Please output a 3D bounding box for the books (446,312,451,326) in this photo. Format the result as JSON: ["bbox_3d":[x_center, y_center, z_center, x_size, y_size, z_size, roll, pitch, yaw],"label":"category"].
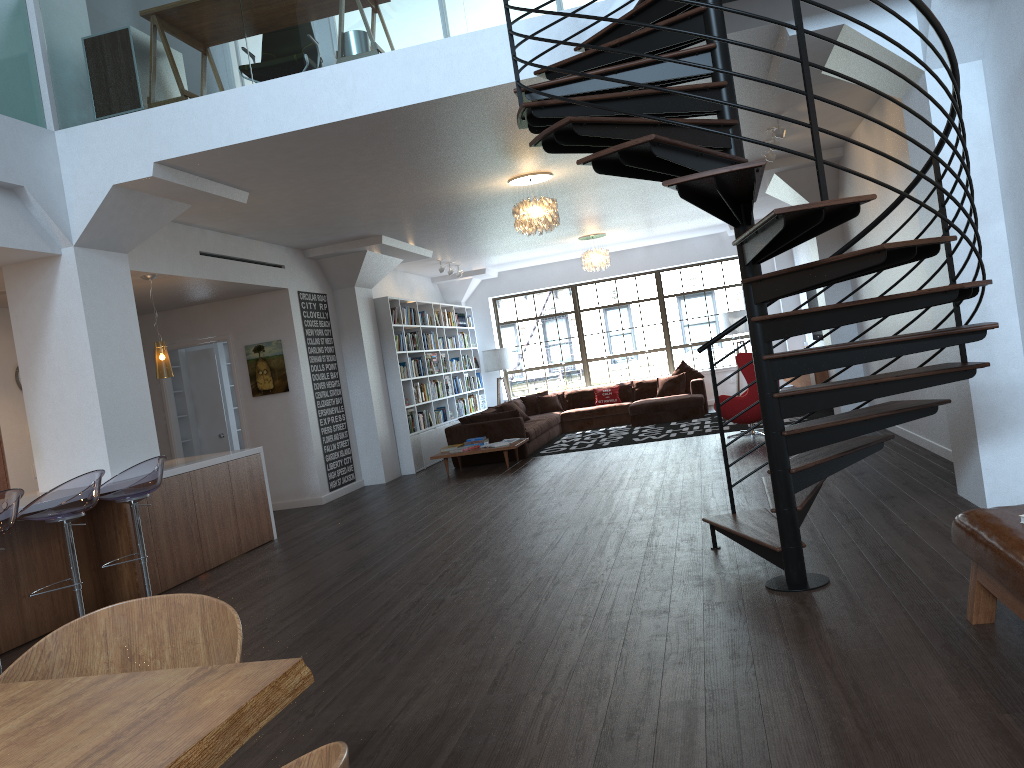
[{"bbox_3d":[-1.126,-1.066,14.831,0.171,0.246,0.057,-8,1,12],"label":"books"}]

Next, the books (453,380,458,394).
[{"bbox_3d":[-1.007,0.058,14.577,0.174,0.243,0.085,-8,1,12],"label":"books"}]

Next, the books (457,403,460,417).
[{"bbox_3d":[-0.963,0.441,14.575,0.168,0.231,0.037,-9,1,12],"label":"books"}]

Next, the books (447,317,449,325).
[{"bbox_3d":[-1.158,-1.057,14.786,0.174,0.240,0.045,-8,1,12],"label":"books"}]

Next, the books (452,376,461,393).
[{"bbox_3d":[-0.983,0.028,14.766,0.197,0.290,0.136,-8,1,12],"label":"books"}]

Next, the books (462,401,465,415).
[{"bbox_3d":[-0.897,0.417,14.851,0.171,0.246,0.057,-9,1,12],"label":"books"}]

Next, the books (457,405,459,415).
[{"bbox_3d":[-0.958,0.445,14.542,0.161,0.223,0.026,-9,1,12],"label":"books"}]

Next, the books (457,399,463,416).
[{"bbox_3d":[-0.927,0.402,14.732,0.176,0.290,0.053,-9,1,12],"label":"books"}]

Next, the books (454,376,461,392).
[{"bbox_3d":[-0.966,0.023,14.826,0.176,0.293,0.125,-8,1,12],"label":"books"}]

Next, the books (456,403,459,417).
[{"bbox_3d":[-0.977,0.440,14.509,0.174,0.240,0.045,-9,1,12],"label":"books"}]

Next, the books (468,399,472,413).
[{"bbox_3d":[-0.806,0.389,15.313,0.183,0.253,0.036,-8,1,12],"label":"books"}]

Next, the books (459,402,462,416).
[{"bbox_3d":[-0.931,0.424,14.668,0.160,0.250,0.026,-9,1,12],"label":"books"}]

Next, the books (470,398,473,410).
[{"bbox_3d":[-0.774,0.382,15.459,0.160,0.250,0.027,-8,1,12],"label":"books"}]

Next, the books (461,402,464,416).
[{"bbox_3d":[-0.914,0.418,14.774,0.183,0.253,0.034,-9,1,12],"label":"books"}]

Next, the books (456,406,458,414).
[{"bbox_3d":[-0.986,0.435,14.471,0.183,0.253,0.034,-9,1,12],"label":"books"}]

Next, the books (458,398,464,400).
[{"bbox_3d":[-0.873,0.388,14.999,0.176,0.290,0.036,-9,1,12],"label":"books"}]

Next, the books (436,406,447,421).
[{"bbox_3d":[-1.098,0.476,13.904,0.140,0.231,0.042,-8,1,12],"label":"books"}]

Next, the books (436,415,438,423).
[{"bbox_3d":[-1.195,0.529,13.404,0.128,0.178,0.021,-8,1,12],"label":"books"}]

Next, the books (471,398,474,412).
[{"bbox_3d":[-0.765,0.378,15.489,0.183,0.253,0.037,-8,1,12],"label":"books"}]

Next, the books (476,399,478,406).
[{"bbox_3d":[-0.696,0.375,15.832,0.161,0.223,0.027,-8,1,12],"label":"books"}]

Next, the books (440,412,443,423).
[{"bbox_3d":[-1.144,0.519,13.626,0.126,0.173,0.032,-8,1,12],"label":"books"}]

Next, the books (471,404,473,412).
[{"bbox_3d":[-0.789,0.390,15.425,0.174,0.240,0.048,-8,1,12],"label":"books"}]

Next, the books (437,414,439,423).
[{"bbox_3d":[-1.177,0.527,13.473,0.109,0.171,0.018,-8,1,12],"label":"books"}]

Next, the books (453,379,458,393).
[{"bbox_3d":[-1.006,0.052,14.617,0.182,0.255,0.077,-8,1,12],"label":"books"}]

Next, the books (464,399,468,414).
[{"bbox_3d":[-0.860,0.400,15.046,0.180,0.259,0.060,-9,1,12],"label":"books"}]

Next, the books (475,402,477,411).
[{"bbox_3d":[-0.710,0.389,15.700,0.144,0.207,0.048,-8,1,12],"label":"books"}]

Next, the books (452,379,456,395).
[{"bbox_3d":[-1.030,0.058,14.477,0.182,0.255,0.077,-8,1,12],"label":"books"}]

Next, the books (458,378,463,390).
[{"bbox_3d":[-0.932,0.035,14.964,0.170,0.251,0.118,-8,1,12],"label":"books"}]

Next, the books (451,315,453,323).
[{"bbox_3d":[-1.098,-1.077,14.977,0.183,0.253,0.034,-8,1,12],"label":"books"}]

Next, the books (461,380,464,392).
[{"bbox_3d":[-0.908,0.045,15.035,0.161,0.222,0.084,-8,1,12],"label":"books"}]

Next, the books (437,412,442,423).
[{"bbox_3d":[-1.150,0.522,13.599,0.122,0.169,0.023,-8,1,12],"label":"books"}]

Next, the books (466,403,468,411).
[{"bbox_3d":[-0.840,0.414,15.113,0.161,0.223,0.027,-9,1,12],"label":"books"}]

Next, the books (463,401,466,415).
[{"bbox_3d":[-0.886,0.417,14.928,0.174,0.240,0.045,-9,1,12],"label":"books"}]

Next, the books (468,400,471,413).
[{"bbox_3d":[-0.815,0.402,15.278,0.168,0.231,0.040,-8,1,12],"label":"books"}]

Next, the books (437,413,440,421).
[{"bbox_3d":[-1.162,0.527,13.527,0.120,0.167,0.020,-8,1,12],"label":"books"}]

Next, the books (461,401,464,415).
[{"bbox_3d":[-0.904,0.415,14.806,0.183,0.253,0.034,-9,1,12],"label":"books"}]

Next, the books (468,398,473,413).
[{"bbox_3d":[-0.792,0.385,15.383,0.183,0.253,0.036,-8,1,12],"label":"books"}]

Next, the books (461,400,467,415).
[{"bbox_3d":[-0.869,0.406,14.963,0.183,0.253,0.034,-9,1,12],"label":"books"}]

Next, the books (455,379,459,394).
[{"bbox_3d":[-0.985,0.049,14.661,0.182,0.253,0.098,-8,1,12],"label":"books"}]

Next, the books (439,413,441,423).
[{"bbox_3d":[-1.150,0.526,13.551,0.106,0.162,0.032,-8,1,12],"label":"books"}]

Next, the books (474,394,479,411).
[{"bbox_3d":[-0.695,0.341,15.872,0.176,0.290,0.053,-8,1,12],"label":"books"}]

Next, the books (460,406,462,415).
[{"bbox_3d":[-0.921,0.436,14.692,0.161,0.223,0.026,-9,1,12],"label":"books"}]

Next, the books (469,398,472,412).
[{"bbox_3d":[-0.795,0.386,15.347,0.183,0.253,0.037,-8,1,12],"label":"books"}]

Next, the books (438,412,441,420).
[{"bbox_3d":[-1.145,0.523,13.576,0.107,0.167,0.017,-8,1,12],"label":"books"}]

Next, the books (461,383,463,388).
[{"bbox_3d":[-0.924,0.035,15.006,0.159,0.248,0.089,-8,1,12],"label":"books"}]

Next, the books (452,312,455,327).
[{"bbox_3d":[-1.073,-1.083,15.077,0.183,0.253,0.034,-8,1,12],"label":"books"}]

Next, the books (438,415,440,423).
[{"bbox_3d":[-1.164,0.534,13.508,0.110,0.153,0.018,-8,1,12],"label":"books"}]

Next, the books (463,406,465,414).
[{"bbox_3d":[-0.885,0.426,14.892,0.161,0.223,0.027,-9,1,12],"label":"books"}]

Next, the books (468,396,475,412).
[{"bbox_3d":[-0.772,0.362,15.550,0.198,0.284,0.066,-8,1,12],"label":"books"}]

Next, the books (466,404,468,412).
[{"bbox_3d":[-0.847,0.402,15.087,0.160,0.250,0.026,-9,1,12],"label":"books"}]

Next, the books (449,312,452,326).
[{"bbox_3d":[-1.112,-1.073,14.912,0.183,0.253,0.034,-8,1,12],"label":"books"}]

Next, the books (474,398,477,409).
[{"bbox_3d":[-0.719,0.372,15.746,0.159,0.241,0.038,-8,1,12],"label":"books"}]

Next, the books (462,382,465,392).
[{"bbox_3d":[-0.903,0.045,15.069,0.161,0.218,0.101,-8,1,12],"label":"books"}]

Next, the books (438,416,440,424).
[{"bbox_3d":[-1.166,0.535,13.490,0.110,0.153,0.019,-8,1,12],"label":"books"}]

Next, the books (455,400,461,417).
[{"bbox_3d":[-0.957,0.412,14.626,0.198,0.284,0.066,-9,1,12],"label":"books"}]

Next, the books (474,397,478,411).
[{"bbox_3d":[-0.706,0.366,15.791,0.171,0.246,0.057,-8,1,12],"label":"books"}]

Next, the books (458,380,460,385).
[{"bbox_3d":[-0.950,0.055,14.877,0.161,0.222,0.084,-8,1,12],"label":"books"}]

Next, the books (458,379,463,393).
[{"bbox_3d":[-0.939,0.041,14.911,0.174,0.242,0.105,-8,1,12],"label":"books"}]
